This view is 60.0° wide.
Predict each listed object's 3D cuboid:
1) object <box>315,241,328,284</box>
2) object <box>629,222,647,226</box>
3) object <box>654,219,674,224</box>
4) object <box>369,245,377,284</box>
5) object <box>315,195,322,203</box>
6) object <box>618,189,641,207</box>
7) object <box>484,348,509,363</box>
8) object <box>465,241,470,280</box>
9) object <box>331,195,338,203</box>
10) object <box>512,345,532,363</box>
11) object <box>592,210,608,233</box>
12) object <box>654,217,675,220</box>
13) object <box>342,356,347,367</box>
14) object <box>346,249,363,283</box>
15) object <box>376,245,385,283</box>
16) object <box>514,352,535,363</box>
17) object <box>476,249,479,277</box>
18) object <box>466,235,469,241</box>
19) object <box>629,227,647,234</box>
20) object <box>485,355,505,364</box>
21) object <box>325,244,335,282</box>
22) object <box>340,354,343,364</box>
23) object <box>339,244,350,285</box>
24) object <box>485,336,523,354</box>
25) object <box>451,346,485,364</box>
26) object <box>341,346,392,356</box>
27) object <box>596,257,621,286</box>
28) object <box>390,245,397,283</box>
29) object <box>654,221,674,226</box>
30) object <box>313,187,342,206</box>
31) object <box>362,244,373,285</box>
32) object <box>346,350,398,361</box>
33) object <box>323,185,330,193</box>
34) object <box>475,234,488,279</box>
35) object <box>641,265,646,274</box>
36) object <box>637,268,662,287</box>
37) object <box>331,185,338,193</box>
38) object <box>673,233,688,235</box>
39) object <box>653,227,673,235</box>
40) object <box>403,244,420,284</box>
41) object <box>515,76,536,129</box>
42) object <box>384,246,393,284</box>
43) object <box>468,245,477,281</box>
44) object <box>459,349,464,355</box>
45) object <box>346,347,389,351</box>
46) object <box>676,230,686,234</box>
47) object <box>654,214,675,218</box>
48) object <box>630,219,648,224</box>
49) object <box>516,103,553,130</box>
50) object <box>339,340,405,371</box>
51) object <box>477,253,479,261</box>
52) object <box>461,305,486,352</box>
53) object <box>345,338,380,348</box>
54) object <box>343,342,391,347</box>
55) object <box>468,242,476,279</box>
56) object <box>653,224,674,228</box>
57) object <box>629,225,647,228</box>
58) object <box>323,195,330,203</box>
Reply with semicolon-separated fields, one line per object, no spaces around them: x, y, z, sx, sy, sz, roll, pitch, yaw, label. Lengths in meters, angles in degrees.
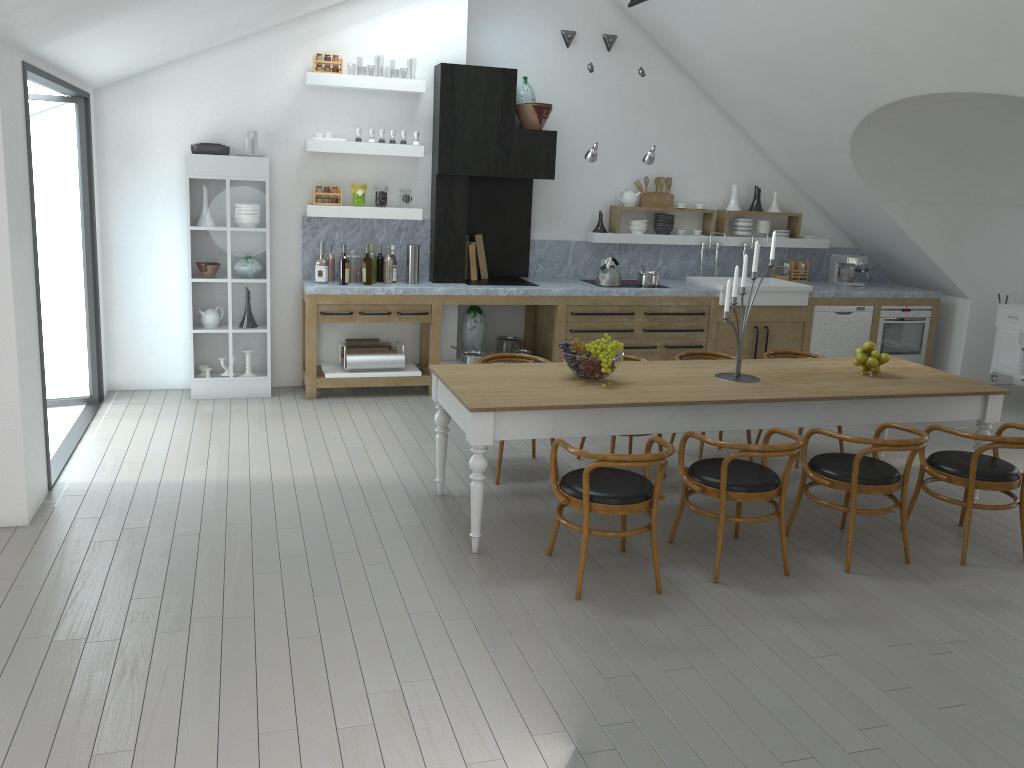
-1.619;-1.033;7.548;0.088;0.358;0.086;4;12;4;object
1.274;-1.596;8.953;0.181;0.068;0.182;3;13;0;object
1.547;-1.636;9.029;0.206;0.072;0.207;-5;15;-29;object
-1.219;-1.040;7.698;0.092;0.337;0.092;3;12;1;object
-1.653;-1.582;7.591;0.058;0.075;0.059;4;12;6;object
1.174;-1.866;8.894;0.168;0.168;0.175;-5;15;-33;object
-0.196;-0.264;8.334;0.264;0.052;0.510;-8;17;-39;object
-0.437;-1.160;8.313;0.068;0.365;0.132;2;12;-3;object
-1.524;-1.585;7.630;0.058;0.075;0.059;4;12;6;object
0.101;-0.276;8.417;0.182;0.133;0.310;4;13;7;object
0.883;-1.623;8.847;0.156;0.217;0.156;-6;15;-35;object
1.550;-1.661;9.028;0.205;0.083;0.207;5;13;10;object
-1.249;-0.206;7.827;0.479;0.083;0.094;-2;13;-19;object
-1.388;-1.029;7.722;0.184;0.284;0.185;4;12;7;object
-1.163;-1.060;7.812;0.085;0.329;0.086;1;12;-9;object
0.124;-0.212;8.182;0.153;0.112;0.262;-1;13;-17;object
-0.376;-1.155;8.516;0.105;0.294;0.110;-8;15;-41;object
-0.460;-1.198;8.478;0.089;0.456;0.111;-1;12;-17;object
1.270;-1.551;8.961;0.181;0.063;0.182;4;13;5;object
-0.159;-0.201;8.075;0.153;0.112;0.262;-4;14;-27;object
-1.572;-1.041;7.658;0.085;0.329;0.086;1;12;-9;object
-1.294;-0.225;7.899;0.455;0.089;0.091;-2;13;-19;object
-1.424;-1.009;7.522;0.092;0.357;0.093;6;12;17;object
-0.113;-0.391;8.743;0.456;0.196;0.269;7;13;17;object
-0.390;-0.240;8.111;0.223;0.163;0.380;-4;14;-27;object
-1.289;-0.291;7.867;0.435;0.079;0.115;-2;13;-19;object
0.926;-1.076;8.427;0.246;0.266;0.248;1;12;-7;object
-1.057;-1.058;7.829;0.081;0.328;0.082;5;12;10;object
1.547;-1.613;9.028;0.205;0.086;0.206;9;14;25;object
-1.585;-1.607;7.605;0.237;0.145;0.121;-1;13;-17;object
-1.236;-1.018;7.581;0.092;0.357;0.093;8;13;26;object
-1.218;-0.248;7.706;0.437;0.093;0.093;-2;13;-19;object
-1.585;-1.667;7.593;0.058;0.075;0.059;4;12;6;object
-0.287;-1.210;8.427;0.148;0.425;0.079;6;12;18;object
1.295;-1.056;8.587;0.051;0.166;0.237;-2;13;-21;object
1.380;-1.025;8.584;0.395;0.169;0.233;-7;16;-36;object
-1.521;-1.669;7.613;0.058;0.075;0.059;4;12;6;object
1.735;-1.539;9.131;0.164;0.012;0.165;3;13;0;object
1.541;-1.562;9.043;0.206;0.072;0.207;-5;15;-29;object
-0.888;-1.056;7.816;0.164;0.337;0.115;0;12;-14;object
0.111;-2.612;8.288;0.231;0.500;0.232;8;13;23;object
-1.076;-1.033;7.723;0.085;0.329;0.086;1;12;-9;object
-0.361;-1.127;8.262;0.081;0.334;0.149;-3;13;-26;object
-0.387;-0.243;7.997;0.190;0.151;0.052;-1;12;-17;object
-1.267;-0.280;7.767;0.362;0.086;0.102;-2;13;-19;object
1.736;-1.562;9.127;0.098;0.048;0.099;-2;13;-19;object
1.549;-1.689;9.024;0.205;0.079;0.206;-1;13;-14;object
1.277;-1.624;8.948;0.181;0.075;0.182;7;14;20;object
0.183;-2.406;8.002;0.348;0.235;0.368;3;13;0;object
-1.240;-0.257;7.831;0.527;0.230;0.431;-2;13;-19;object
-0.293;-1.143;8.524;0.113;0.250;0.057;0;12;-14;object
-0.368;-0.501;8.469;0.231;0.495;0.232;8;13;23;object
-1.315;-0.348;7.799;0.292;0.102;0.104;-2;13;-19;object
-1.295;-0.333;7.940;0.422;0.072;0.072;-2;13;-19;object
-0.380;-1.159;8.377;0.072;0.364;0.131;3;12;1;object
1.542;-1.588;9.037;0.205;0.086;0.206;7;14;20;object
1.270;-1.573;8.957;0.181;0.065;0.182;7;14;20;object
-1.589;-1.583;7.610;0.058;0.075;0.059;4;12;6;object
